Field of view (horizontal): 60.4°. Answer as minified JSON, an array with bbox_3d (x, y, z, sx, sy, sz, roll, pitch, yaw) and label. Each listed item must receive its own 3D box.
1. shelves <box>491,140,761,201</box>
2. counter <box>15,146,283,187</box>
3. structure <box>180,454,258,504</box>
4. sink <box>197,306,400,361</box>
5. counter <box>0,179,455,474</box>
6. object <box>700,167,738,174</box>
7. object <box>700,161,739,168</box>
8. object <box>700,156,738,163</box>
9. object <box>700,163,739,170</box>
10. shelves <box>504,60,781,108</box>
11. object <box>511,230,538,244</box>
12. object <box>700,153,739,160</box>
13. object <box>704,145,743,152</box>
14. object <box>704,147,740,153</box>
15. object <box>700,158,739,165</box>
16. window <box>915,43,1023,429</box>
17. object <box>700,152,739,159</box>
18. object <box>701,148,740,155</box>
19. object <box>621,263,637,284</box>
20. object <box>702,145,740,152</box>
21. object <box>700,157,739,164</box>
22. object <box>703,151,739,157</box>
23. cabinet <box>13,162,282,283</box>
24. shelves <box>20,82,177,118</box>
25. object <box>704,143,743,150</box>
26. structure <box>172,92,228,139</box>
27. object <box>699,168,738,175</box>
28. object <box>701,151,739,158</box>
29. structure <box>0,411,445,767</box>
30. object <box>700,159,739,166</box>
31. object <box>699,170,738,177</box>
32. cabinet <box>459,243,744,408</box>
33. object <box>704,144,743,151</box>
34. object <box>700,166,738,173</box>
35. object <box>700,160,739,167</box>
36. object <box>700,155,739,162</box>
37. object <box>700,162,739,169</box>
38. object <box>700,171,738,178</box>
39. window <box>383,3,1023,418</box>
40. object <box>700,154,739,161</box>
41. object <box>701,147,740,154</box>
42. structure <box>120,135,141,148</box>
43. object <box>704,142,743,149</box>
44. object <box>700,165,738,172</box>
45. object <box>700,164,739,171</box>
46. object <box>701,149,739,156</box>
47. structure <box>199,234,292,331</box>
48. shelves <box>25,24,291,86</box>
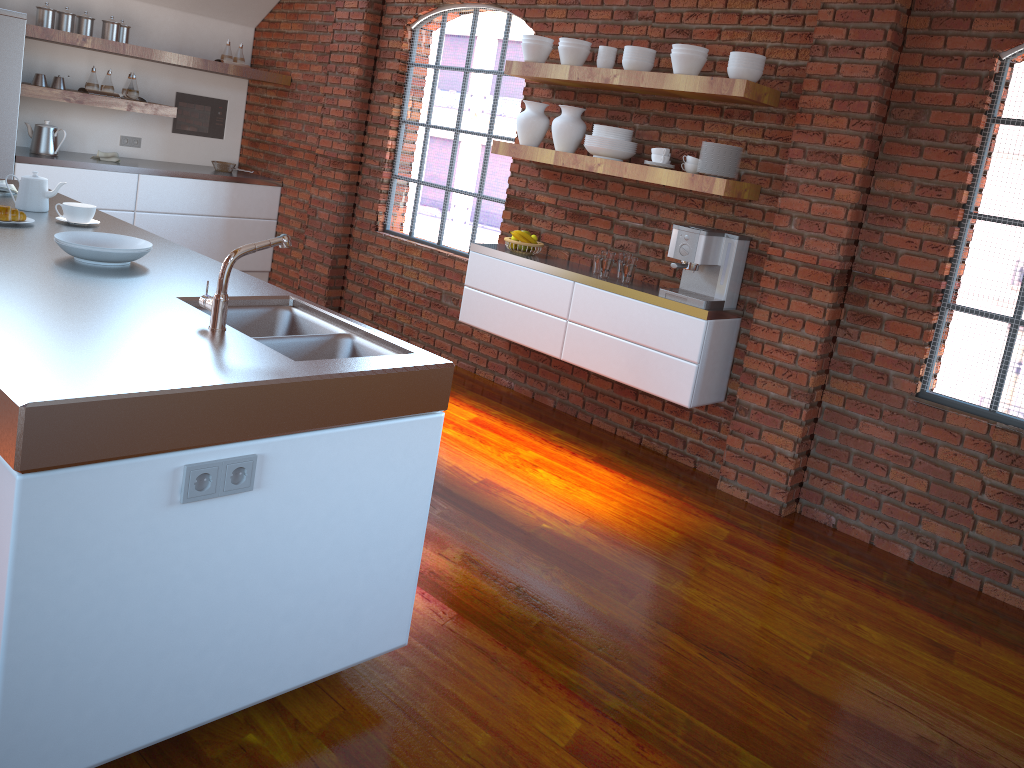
[{"bbox_3d":[0.546,-1.149,4.676,1.568,0.075,0.338,23,20,41],"label":"shelves"},{"bbox_3d":[-2.801,-1.653,6.678,0.729,0.043,1.989,22,20,39],"label":"counter"},{"bbox_3d":[-0.614,0.193,1.834,0.033,0.078,0.160,18,16,40],"label":"structure"},{"bbox_3d":[-0.600,-0.040,2.398,0.626,0.196,0.409,22,19,40],"label":"sink"},{"bbox_3d":[-1.619,-0.422,2.932,3.209,0.127,1.026,23,20,41],"label":"counter"},{"bbox_3d":[0.987,-1.020,4.226,0.194,0.013,0.200,1,17,-30],"label":"object"},{"bbox_3d":[0.992,-1.048,4.222,0.194,0.013,0.200,1,17,-30],"label":"object"},{"bbox_3d":[0.996,-1.069,4.219,0.194,0.013,0.200,1,17,-30],"label":"object"},{"bbox_3d":[0.991,-1.039,4.223,0.194,0.013,0.200,1,17,-30],"label":"object"},{"bbox_3d":[0.621,-1.583,4.611,1.568,0.075,0.338,23,20,41],"label":"shelves"},{"bbox_3d":[0.077,-0.836,5.063,0.183,0.083,0.068,7,11,-10],"label":"object"},{"bbox_3d":[0.998,-1.083,4.217,0.194,0.013,0.200,1,17,-30],"label":"object"},{"bbox_3d":[1.005,-1.122,4.211,0.194,0.013,0.200,1,17,-30],"label":"object"},{"bbox_3d":[1.004,-1.114,4.212,0.194,0.013,0.200,1,17,-30],"label":"object"},{"bbox_3d":[0.994,-1.061,4.220,0.194,0.013,0.200,1,17,-30],"label":"object"},{"bbox_3d":[2.352,-0.545,3.323,1.294,1.640,0.084,20,13,41],"label":"window"},{"bbox_3d":[0.999,-1.086,4.216,0.194,0.013,0.200,1,17,-30],"label":"object"},{"bbox_3d":[1.002,-1.105,4.213,0.194,0.013,0.200,1,17,-30],"label":"object"},{"bbox_3d":[0.596,-0.568,4.544,0.077,0.102,0.080,2,13,-35],"label":"object"},{"bbox_3d":[1.004,-1.119,4.211,0.194,0.013,0.200,1,17,-30],"label":"object"},{"bbox_3d":[0.995,-1.065,4.219,0.194,0.013,0.200,1,17,-30],"label":"object"},{"bbox_3d":[1.000,-1.095,4.215,0.194,0.013,0.200,1,17,-30],"label":"object"},{"bbox_3d":[-2.874,-1.239,6.741,0.726,0.801,1.989,20,17,40],"label":"cabinet"},{"bbox_3d":[-3.061,-2.049,6.298,0.668,0.075,1.069,22,20,40],"label":"shelves"},{"bbox_3d":[1.007,-1.131,4.209,0.194,0.013,0.200,1,17,-30],"label":"object"},{"bbox_3d":[-2.582,-2.219,7.296,0.013,0.328,0.458,17,14,41],"label":"structure"},{"bbox_3d":[0.987,-1.016,4.227,0.194,0.013,0.200,1,17,-30],"label":"object"},{"bbox_3d":[1.000,-1.091,4.215,0.194,0.013,0.200,1,17,-30],"label":"object"},{"bbox_3d":[-1.689,0.012,3.006,3.185,0.751,1.025,23,18,41],"label":"structure"},{"bbox_3d":[0.994,-1.056,4.221,0.194,0.013,0.200,1,17,-30],"label":"object"},{"bbox_3d":[0.985,-1.007,4.228,0.194,0.013,0.200,1,17,-30],"label":"object"},{"bbox_3d":[0.412,-0.372,4.792,1.656,0.466,0.337,23,16,41],"label":"cabinet"},{"bbox_3d":[1.006,-1.127,4.210,0.194,0.013,0.200,1,17,-30],"label":"object"},{"bbox_3d":[0.988,-1.025,4.225,0.194,0.013,0.200,1,17,-30],"label":"object"},{"bbox_3d":[0.993,-1.052,4.221,0.194,0.013,0.200,1,17,-30],"label":"object"},{"bbox_3d":[0.997,-1.074,4.218,0.194,0.013,0.200,1,17,-30],"label":"object"},{"bbox_3d":[0.991,-1.043,4.223,0.194,0.013,0.200,1,17,-30],"label":"object"},{"bbox_3d":[0.984,-1.003,4.229,0.194,0.013,0.200,1,17,-30],"label":"object"},{"bbox_3d":[3.509,-0.686,5.370,17.702,9.730,3.646,18,12,31],"label":"window"},{"bbox_3d":[0.997,-1.078,4.217,0.194,0.013,0.200,1,17,-30],"label":"object"},{"bbox_3d":[1.003,-1.110,4.213,0.194,0.013,0.200,1,17,-30],"label":"object"},{"bbox_3d":[-3.009,-1.910,6.931,0.033,0.078,0.160,18,16,40],"label":"structure"},{"bbox_3d":[1.007,-1.136,4.209,0.194,0.013,0.200,1,17,-30],"label":"object"},{"bbox_3d":[0.989,-1.029,4.225,0.194,0.013,0.200,1,17,-30],"label":"object"},{"bbox_3d":[0.990,-1.034,4.224,0.194,0.013,0.200,1,17,-30],"label":"object"},{"bbox_3d":[1.001,-1.100,4.214,0.194,0.013,0.200,1,17,-30],"label":"object"},{"bbox_3d":[-0.680,-0.270,2.250,0.101,0.243,0.200,18,14,41],"label":"structure"},{"bbox_3d":[-2.687,-2.454,6.576,0.668,0.075,1.983,22,20,39],"label":"shelves"}]
